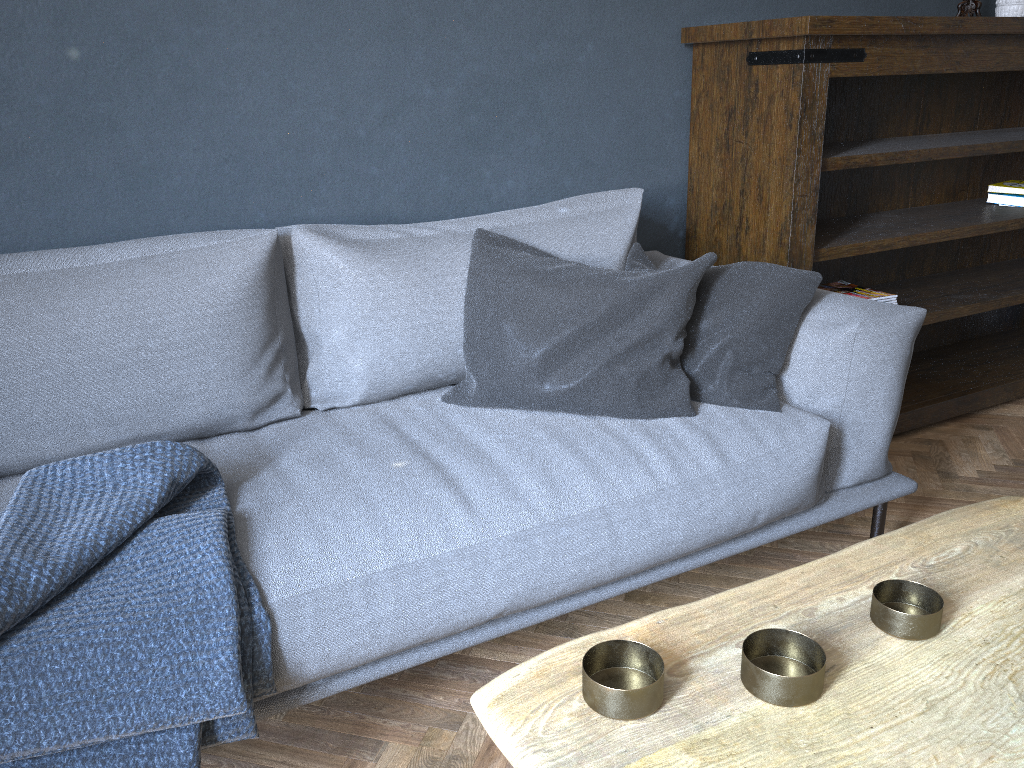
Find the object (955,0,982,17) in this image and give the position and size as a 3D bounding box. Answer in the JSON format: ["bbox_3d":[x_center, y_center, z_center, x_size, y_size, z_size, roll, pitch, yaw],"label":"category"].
[{"bbox_3d":[1.371,-1.304,2.638,0.130,0.440,0.144,1,20,8],"label":"object"}]

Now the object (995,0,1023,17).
[{"bbox_3d":[1.583,-1.133,2.640,0.255,0.104,0.117,8,22,26],"label":"object"}]

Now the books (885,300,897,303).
[{"bbox_3d":[0.903,-0.239,2.539,0.304,0.008,0.217,-10,21,-23],"label":"books"}]

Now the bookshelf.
[{"bbox_3d":[1.416,-0.502,2.792,1.916,1.178,0.449,-12,22,-26],"label":"bookshelf"}]

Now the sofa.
[{"bbox_3d":[-0.331,0.119,1.714,2.337,0.802,0.966,-12,22,-27],"label":"sofa"}]

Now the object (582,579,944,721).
[{"bbox_3d":[0.243,0.244,0.799,0.368,0.034,0.103,-8,20,-16],"label":"object"}]

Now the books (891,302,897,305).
[{"bbox_3d":[0.904,-0.232,2.539,0.304,0.008,0.217,-10,21,-23],"label":"books"}]

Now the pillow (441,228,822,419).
[{"bbox_3d":[0.236,-0.146,1.883,0.797,0.364,0.440,-5,20,-10],"label":"pillow"}]

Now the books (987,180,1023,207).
[{"bbox_3d":[1.713,-0.611,2.964,0.196,0.114,0.173,-17,24,-37],"label":"books"}]

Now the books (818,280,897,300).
[{"bbox_3d":[0.903,-0.256,2.537,0.304,0.013,0.218,-10,21,-22],"label":"books"}]

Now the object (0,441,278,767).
[{"bbox_3d":[-0.690,0.328,1.213,0.666,0.331,0.488,-10,21,-22],"label":"object"}]

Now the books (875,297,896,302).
[{"bbox_3d":[0.901,-0.248,2.540,0.304,0.008,0.217,-10,21,-22],"label":"books"}]

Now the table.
[{"bbox_3d":[0.383,0.501,0.934,0.786,0.552,0.338,-12,22,-26],"label":"table"}]
